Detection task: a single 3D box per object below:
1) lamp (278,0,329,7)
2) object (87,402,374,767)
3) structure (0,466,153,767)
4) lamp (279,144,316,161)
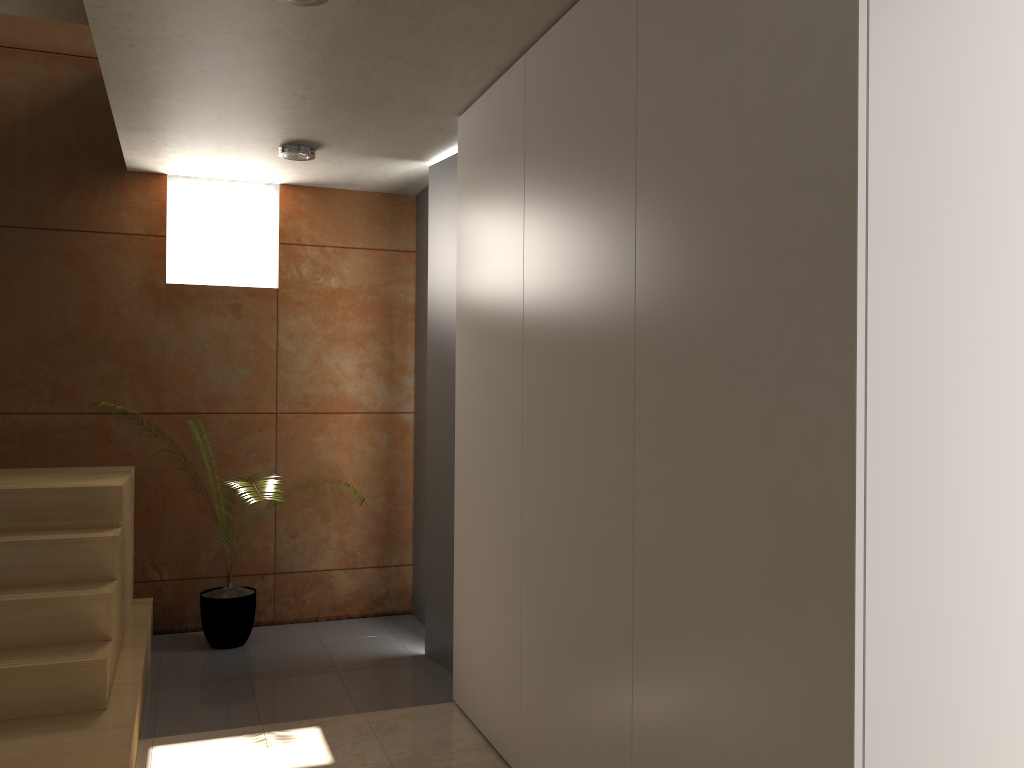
[{"bbox_3d":[-0.607,-1.136,2.535,0.173,0.044,0.173,0,0,15],"label":"lamp"},{"bbox_3d":[-0.998,0.813,2.108,4.200,1.455,6.200,1,0,-20],"label":"object"},{"bbox_3d":[-2.455,0.810,3.381,1.950,1.110,2.400,1,0,-20],"label":"structure"},{"bbox_3d":[-1.048,-1.131,4.330,0.173,0.044,0.173,1,0,-15],"label":"lamp"}]
